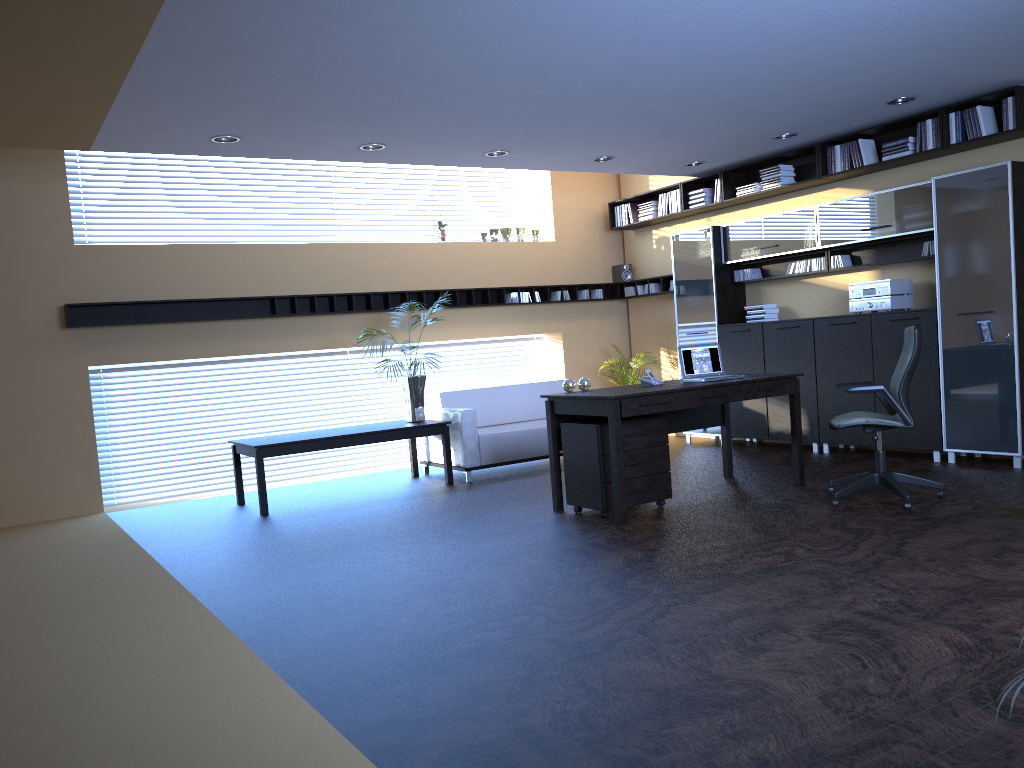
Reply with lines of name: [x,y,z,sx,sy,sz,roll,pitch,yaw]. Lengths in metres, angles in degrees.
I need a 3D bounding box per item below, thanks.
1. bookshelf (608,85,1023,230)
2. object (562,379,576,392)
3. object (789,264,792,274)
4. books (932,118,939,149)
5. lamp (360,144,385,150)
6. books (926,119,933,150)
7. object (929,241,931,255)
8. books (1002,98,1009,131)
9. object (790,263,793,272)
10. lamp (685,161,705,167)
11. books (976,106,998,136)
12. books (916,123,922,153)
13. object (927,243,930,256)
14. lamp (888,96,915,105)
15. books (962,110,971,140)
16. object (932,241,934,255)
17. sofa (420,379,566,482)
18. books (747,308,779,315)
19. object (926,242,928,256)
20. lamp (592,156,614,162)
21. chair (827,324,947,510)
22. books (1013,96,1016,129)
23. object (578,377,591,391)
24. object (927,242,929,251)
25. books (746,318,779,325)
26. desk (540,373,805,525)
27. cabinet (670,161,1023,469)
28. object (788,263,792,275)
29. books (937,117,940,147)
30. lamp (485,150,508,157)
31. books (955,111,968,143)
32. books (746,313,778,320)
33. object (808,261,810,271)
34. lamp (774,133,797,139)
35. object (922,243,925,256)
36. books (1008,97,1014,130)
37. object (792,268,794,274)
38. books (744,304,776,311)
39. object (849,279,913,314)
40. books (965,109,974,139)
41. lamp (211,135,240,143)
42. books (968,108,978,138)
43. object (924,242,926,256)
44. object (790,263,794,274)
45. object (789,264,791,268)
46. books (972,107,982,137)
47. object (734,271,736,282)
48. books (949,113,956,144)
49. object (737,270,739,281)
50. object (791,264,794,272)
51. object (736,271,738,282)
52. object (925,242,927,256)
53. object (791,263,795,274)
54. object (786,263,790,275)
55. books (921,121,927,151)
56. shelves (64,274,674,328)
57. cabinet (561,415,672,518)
bookshelf: [2.713,-2.137,9.105,0.361,0.341,5.123,-6,3,-31]
object: [0.440,0.012,6.821,0.105,0.105,0.105,-5,3,-12]
object: [2.905,-1.184,9.090,0.142,0.113,0.059,-6,4,-31]
books: [3.652,-2.121,7.532,0.207,0.259,0.050,-7,4,-31]
lamp: [-1.167,-2.022,7.400,0.209,0.096,0.207,-3,3,29]
books: [3.624,-2.121,7.576,0.207,0.259,0.050,-7,4,-31]
object: [3.709,-1.191,7.771,0.142,0.120,0.009,-6,4,-31]
books: [3.970,-2.123,7.034,0.207,0.259,0.050,-7,5,-32]
object: [2.908,-1.183,9.080,0.140,0.110,0.055,-6,4,-31]
lamp: [1.909,-2.345,9.270,0.208,0.096,0.209,-5,3,-13]
books: [3.856,-2.121,7.189,0.207,0.260,0.075,-7,4,-32]
books: [3.574,-2.120,7.669,0.207,0.261,0.055,-7,4,-31]
object: [3.699,-1.190,7.789,0.142,0.120,0.030,-6,4,-31]
lamp: [3.166,-2.351,7.212,0.207,0.096,0.209,-7,4,-37]
books: [3.809,-2.123,7.309,0.207,0.260,0.075,-6,4,-31]
object: [3.714,-1.190,7.739,0.142,0.120,0.009,-6,4,-31]
sofa: [0.137,0.437,9.465,2.054,0.850,1.014,-6,4,-31]
books: [2.671,-0.768,9.439,0.207,0.050,0.258,-6,3,-31]
object: [3.694,-1.190,7.799,0.142,0.120,0.030,-6,4,-31]
lamp: [0.884,-2.237,8.647,0.209,0.096,0.207,-2,4,41]
chair: [2.602,0.207,6.213,0.769,1.218,0.830,-3,4,16]
books: [4.008,-2.123,6.951,0.207,0.259,0.050,-7,5,-32]
object: [0.559,0.002,6.833,0.105,0.105,0.105,-5,3,-12]
object: [3.692,-1.190,7.786,0.140,0.118,0.026,-6,4,-31]
books: [2.666,-0.665,9.441,0.207,0.050,0.258,-6,3,-31]
desk: [1.292,0.443,6.881,1.892,0.892,0.913,-6,4,-31]
cabinet: [3.099,-0.537,8.666,0.490,2.403,3.875,-7,4,-31]
object: [2.900,-1.184,9.099,0.142,0.113,0.059,-6,4,-31]
books: [3.678,-2.121,7.487,0.207,0.259,0.050,-6,4,-31]
lamp: [-0.142,-2.130,8.023,0.209,0.096,0.207,-3,3,29]
books: [3.757,-2.121,7.353,0.207,0.259,0.050,-7,4,-31]
books: [2.661,-0.717,9.449,0.207,0.050,0.258,-6,3,-31]
object: [3.024,-1.187,8.889,0.140,0.116,0.036,-6,4,-31]
lamp: [2.538,-2.348,8.241,0.207,0.096,0.209,-7,4,-37]
object: [3.676,-1.189,7.829,0.142,0.118,0.040,-6,4,-31]
books: [3.984,-2.122,6.990,0.207,0.259,0.036,-7,5,-31]
object: [2.925,-1.184,9.067,0.142,0.113,0.059,-6,4,-31]
books: [2.648,-0.818,9.449,0.207,0.050,0.258,-6,3,-32]
object: [3.368,-0.800,8.110,0.362,0.282,0.430,-6,4,-31]
books: [3.807,-2.121,7.271,0.207,0.260,0.075,-7,4,-31]
lamp: [-2.193,-1.915,6.776,0.209,0.096,0.208,-6,3,-31]
books: [3.827,-2.122,7.246,0.207,0.260,0.075,-6,4,-30]
object: [3.684,-1.190,7.816,0.142,0.120,0.030,-6,4,-31]
object: [2.917,-1.184,9.074,0.142,0.113,0.059,-6,4,-31]
object: [2.899,-1.184,9.110,0.142,0.113,0.059,-6,4,-31]
books: [3.841,-2.121,7.217,0.207,0.260,0.075,-7,4,-31]
object: [2.501,-1.185,9.745,0.142,0.120,0.009,-6,4,-31]
books: [3.730,-2.121,7.397,0.207,0.259,0.050,-7,5,-32]
object: [2.528,-1.186,9.714,0.142,0.120,0.009,-6,4,-31]
object: [2.917,-1.184,9.073,0.140,0.110,0.055,-6,4,-31]
object: [2.517,-1.185,9.720,0.142,0.120,0.009,-6,4,-31]
object: [3.689,-1.190,7.808,0.142,0.120,0.030,-6,4,-31]
object: [2.920,-1.184,9.063,0.140,0.110,0.055,-6,4,-31]
object: [2.885,-1.183,9.114,0.142,0.113,0.059,-6,4,-31]
books: [3.604,-2.121,7.625,0.207,0.259,0.050,-6,4,-31]
shelves: [-1.029,-0.922,9.442,6.613,0.213,1.249,-6,3,-31]
cabinet: [0.789,0.600,6.594,0.633,0.681,0.500,-6,4,-31]
